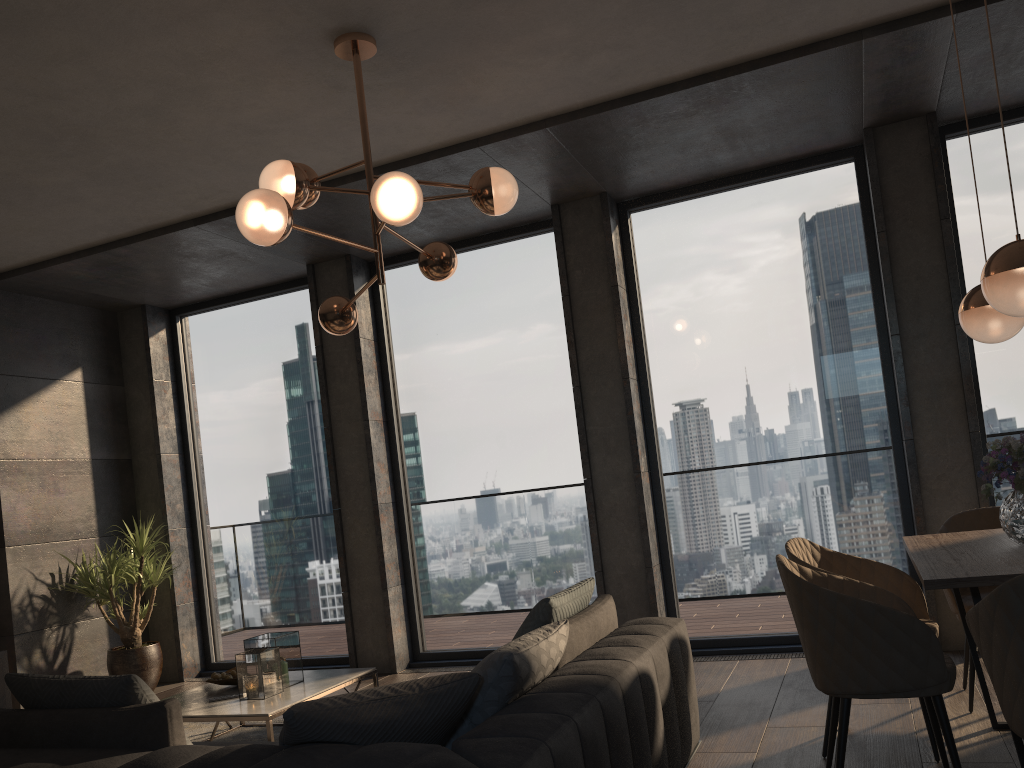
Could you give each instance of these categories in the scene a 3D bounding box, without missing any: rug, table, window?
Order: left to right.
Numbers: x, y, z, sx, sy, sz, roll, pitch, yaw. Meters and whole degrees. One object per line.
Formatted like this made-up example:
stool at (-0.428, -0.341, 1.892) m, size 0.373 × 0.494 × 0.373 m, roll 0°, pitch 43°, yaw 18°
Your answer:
table at (-1.307, 1.709, 4.472) m, size 0.934 × 0.307 × 0.933 m, roll -9°, pitch -7°, yaw 21°
rug at (-0.985, 1.782, 4.086) m, size 3.157 × 0.020 × 1.734 m, roll -10°, pitch -8°, yaw 21°
window at (0.706, 0.313, 5.905) m, size 7.297 × 2.989 × 0.199 m, roll -9°, pitch -3°, yaw 21°
table at (1.843, 0.936, 3.044) m, size 0.772 × 0.765 × 1.470 m, roll -8°, pitch -6°, yaw 21°

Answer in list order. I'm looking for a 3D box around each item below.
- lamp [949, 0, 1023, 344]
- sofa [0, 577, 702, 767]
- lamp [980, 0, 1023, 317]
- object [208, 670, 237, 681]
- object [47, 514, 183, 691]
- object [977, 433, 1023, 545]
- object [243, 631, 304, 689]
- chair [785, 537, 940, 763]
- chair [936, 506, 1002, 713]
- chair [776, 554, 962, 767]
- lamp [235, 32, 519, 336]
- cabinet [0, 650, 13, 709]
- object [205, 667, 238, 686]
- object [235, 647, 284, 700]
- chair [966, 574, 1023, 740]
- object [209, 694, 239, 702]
lamp at (1.782, -0.920, 3.432) m, size 0.240 × 1.538 × 0.239 m, roll -8°, pitch -3°, yaw 27°
sofa at (-0.947, 1.271, 3.180) m, size 2.923 × 0.780 × 2.029 m, roll -9°, pitch -7°, yaw 21°
lamp at (1.523, -0.974, 2.782) m, size 0.239 × 1.538 × 0.240 m, roll -7°, pitch -2°, yaw -3°
object at (-1.451, 1.558, 4.686) m, size 0.324 × 0.071 × 0.279 m, roll -8°, pitch -7°, yaw 10°
object at (-2.888, 1.629, 6.459) m, size 0.948 × 1.354 × 1.033 m, roll -4°, pitch -5°, yaw -37°
object at (1.798, 0.348, 3.044) m, size 0.328 × 0.407 × 0.300 m, roll -6°, pitch -4°, yaw -8°
object at (-1.220, 1.419, 4.528) m, size 0.197 × 0.260 × 0.199 m, roll -8°, pitch -4°, yaw 21°
chair at (1.418, 1.013, 3.515) m, size 0.513 × 0.832 × 0.555 m, roll -9°, pitch -4°, yaw 31°
chair at (2.179, 0.973, 3.897) m, size 0.558 × 0.833 × 0.510 m, roll -8°, pitch -4°, yaw 26°
chair at (1.195, 0.965, 2.945) m, size 0.512 × 0.832 × 0.556 m, roll -8°, pitch -4°, yaw 16°
lamp at (-0.499, -0.876, 3.680) m, size 1.014 × 1.033 × 1.474 m, roll -6°, pitch -6°, yaw -3°
cabinet at (-3.820, 1.898, 4.532) m, size 0.543 × 0.548 × 2.414 m, roll -8°, pitch -7°, yaw 21°
object at (-1.442, 1.555, 4.685) m, size 0.346 × 0.083 × 0.350 m, roll -7°, pitch -7°, yaw -1°
object at (-1.233, 1.413, 4.310) m, size 0.150 × 0.219 × 0.148 m, roll -8°, pitch -4°, yaw 21°
chair at (1.476, 0.837, 2.201) m, size 0.558 × 0.833 × 0.510 m, roll -8°, pitch -4°, yaw 26°
object at (-1.394, 1.540, 4.341) m, size 0.180 × 0.012 × 0.047 m, roll -4°, pitch -7°, yaw -17°
